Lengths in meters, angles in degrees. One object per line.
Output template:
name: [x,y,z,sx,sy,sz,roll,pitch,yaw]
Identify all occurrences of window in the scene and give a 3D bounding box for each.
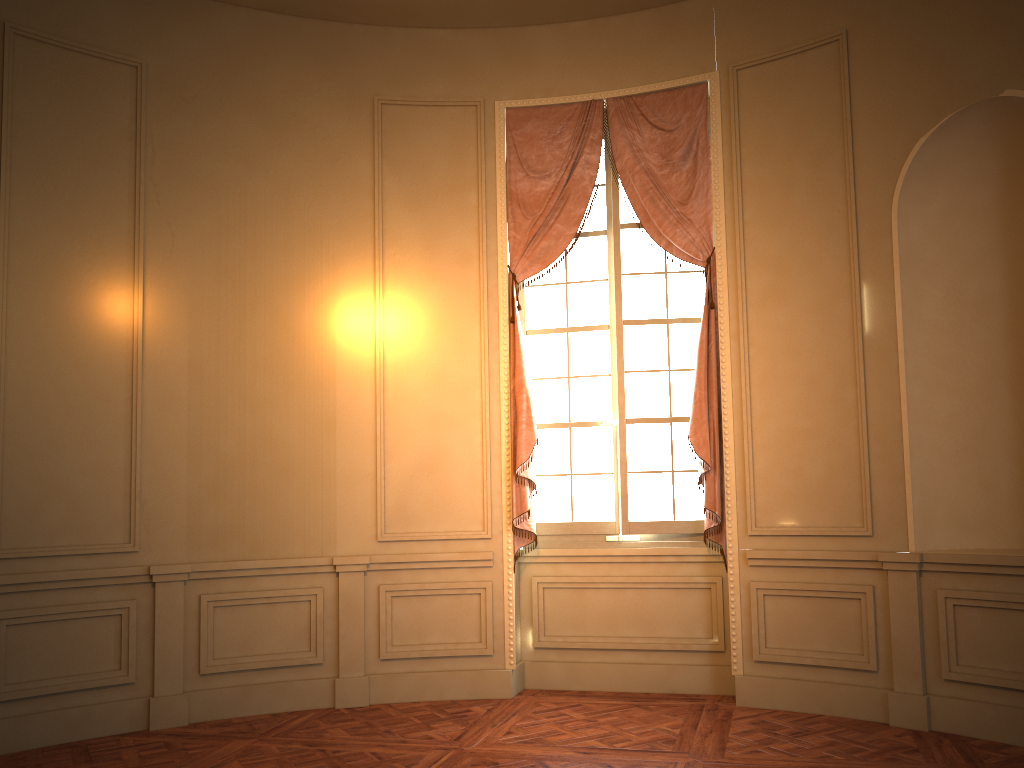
window: [0.662,-0.383,5.649,1.295,2.829,0.155,-2,-5,14]

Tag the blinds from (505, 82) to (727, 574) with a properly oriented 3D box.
blinds: [0.606,-0.344,5.421,1.319,2.968,0.289,-2,-5,13]
